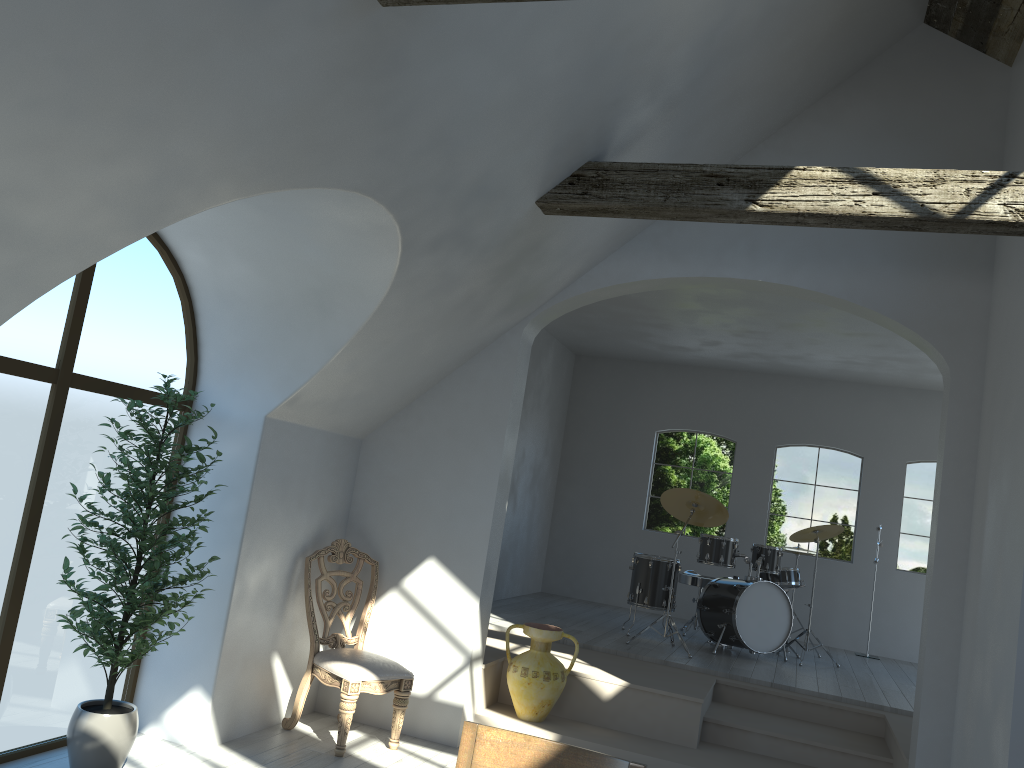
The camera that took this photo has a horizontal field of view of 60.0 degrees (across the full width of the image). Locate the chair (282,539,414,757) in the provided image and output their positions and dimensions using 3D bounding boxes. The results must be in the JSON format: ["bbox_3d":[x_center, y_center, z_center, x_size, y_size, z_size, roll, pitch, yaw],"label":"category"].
[{"bbox_3d":[-0.955,1.568,5.408,0.655,1.159,0.552,2,-10,44],"label":"chair"}]

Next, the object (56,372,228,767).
[{"bbox_3d":[-1.812,0.897,4.295,0.718,1.920,0.737,3,-9,38],"label":"object"}]

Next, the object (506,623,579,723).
[{"bbox_3d":[0.168,1.925,5.916,0.402,0.605,0.396,12,-8,-24],"label":"object"}]

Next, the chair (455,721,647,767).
[{"bbox_3d":[-0.053,1.329,1.878,0.514,1.006,0.605,6,-8,19],"label":"chair"}]

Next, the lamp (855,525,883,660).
[{"bbox_3d":[3.826,2.178,9.382,0.232,1.383,0.238,6,-8,19],"label":"lamp"}]

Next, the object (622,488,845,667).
[{"bbox_3d":[1.967,1.764,8.366,2.354,1.383,1.465,12,-8,-26],"label":"object"}]
